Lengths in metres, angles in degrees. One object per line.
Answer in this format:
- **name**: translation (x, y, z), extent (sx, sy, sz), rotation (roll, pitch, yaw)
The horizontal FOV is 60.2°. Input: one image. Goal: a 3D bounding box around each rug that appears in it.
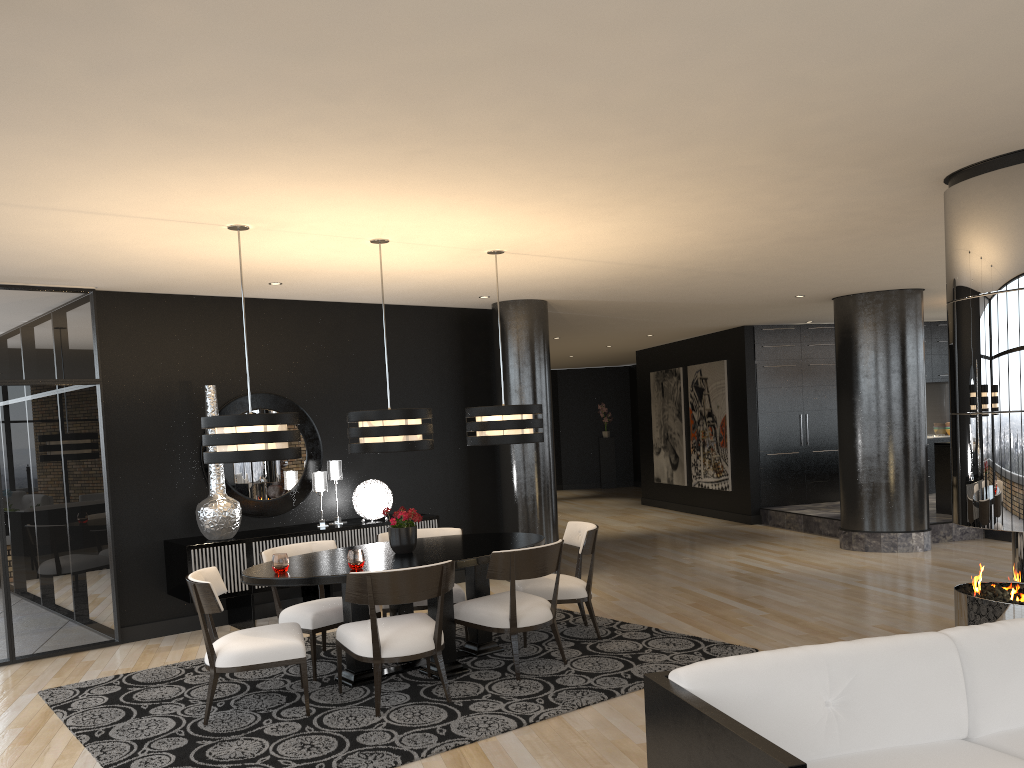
- **rug**: translation (-0.704, 1.842, 5.656), extent (3.712, 0.011, 2.723), rotation (-1, -3, -38)

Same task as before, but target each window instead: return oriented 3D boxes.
- **window**: translation (4.443, -0.842, 5.107), extent (15.853, 4.795, 10.143), rotation (-2, -2, -28)

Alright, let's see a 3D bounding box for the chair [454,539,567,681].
- **chair**: translation (0.004, 1.405, 5.590), extent (0.640, 0.808, 0.617), rotation (-4, 1, -44)

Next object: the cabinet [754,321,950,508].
- **cabinet**: translation (6.041, 0.372, 13.176), extent (5.720, 2.534, 0.727), rotation (-2, 2, -15)

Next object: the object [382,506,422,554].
- **object**: translation (-0.688, 0.926, 5.620), extent (0.237, 0.299, 0.229), rotation (-3, 1, -35)

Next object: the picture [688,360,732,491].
- **picture**: translation (2.950, 0.628, 13.155), extent (0.077, 1.878, 1.154), rotation (-4, 2, -15)

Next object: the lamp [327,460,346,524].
- **lamp**: translation (-1.534, 0.941, 7.700), extent (0.132, 0.552, 0.124), rotation (-2, 3, 15)

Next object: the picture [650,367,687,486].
- **picture**: translation (2.583, 0.709, 14.511), extent (0.077, 1.878, 1.154), rotation (-4, 2, -15)

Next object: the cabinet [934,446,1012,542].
- **cabinet**: translation (6.744, 1.166, 10.444), extent (3.110, 1.041, 1.180), rotation (-2, 0, -15)

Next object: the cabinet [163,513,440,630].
- **cabinet**: translation (-1.701, 1.600, 7.522), extent (2.231, 0.768, 0.611), rotation (-1, 0, -37)

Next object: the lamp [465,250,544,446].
- **lamp**: translation (-0.079, -0.249, 6.086), extent (0.534, 1.332, 0.536), rotation (-5, 3, -38)

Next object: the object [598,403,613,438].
- **object**: translation (2.103, 0.811, 19.829), extent (0.339, 0.789, 0.227), rotation (-2, 2, 14)

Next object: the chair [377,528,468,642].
- **chair**: translation (-0.632, 1.472, 6.345), extent (0.642, 0.808, 0.615), rotation (-3, 1, -9)

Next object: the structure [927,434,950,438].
- **structure**: translation (6.060, 0.805, 13.202), extent (0.899, 0.067, 0.521), rotation (-2, -3, -15)

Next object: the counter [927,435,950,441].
- **counter**: translation (6.057, 0.830, 13.222), extent (2.857, 0.034, 0.731), rotation (-2, -3, -15)

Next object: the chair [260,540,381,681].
- **chair**: translation (-1.288, 1.485, 5.893), extent (0.617, 0.808, 0.640), rotation (-2, 1, 38)

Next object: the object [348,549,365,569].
- **object**: translation (-0.894, 1.006, 5.064), extent (0.095, 0.106, 0.095), rotation (-3, 0, -26)

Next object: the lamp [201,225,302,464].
- **lamp**: translation (-1.507, -0.226, 5.003), extent (0.534, 1.332, 0.536), rotation (-5, 3, -38)

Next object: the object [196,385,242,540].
- **object**: translation (-2.334, 0.617, 6.948), extent (0.342, 1.212, 0.343), rotation (-4, 3, -29)

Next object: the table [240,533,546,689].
- **table**: translation (-0.665, 1.460, 5.664), extent (2.100, 0.771, 1.211), rotation (-2, -2, -36)

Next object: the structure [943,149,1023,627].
- **structure**: translation (2.695, 0.250, 4.517), extent (0.585, 2.750, 0.891), rotation (-4, 3, -27)

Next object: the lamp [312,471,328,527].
- **lamp**: translation (-1.635, 0.982, 7.549), extent (0.124, 0.466, 0.132), rotation (-4, 3, -15)

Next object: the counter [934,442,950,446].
- **counter**: translation (6.717, 0.631, 10.418), extent (3.110, 0.032, 1.180), rotation (-2, -3, -15)

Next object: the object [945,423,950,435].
- **object**: translation (6.811, 0.694, 13.629), extent (0.204, 0.206, 0.185), rotation (-3, 0, -14)

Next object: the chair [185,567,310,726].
- **chair**: translation (-1.497, 1.455, 5.006), extent (0.615, 0.808, 0.642), rotation (-3, 1, -17)

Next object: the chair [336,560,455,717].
- **chair**: translation (-0.662, 1.414, 5.041), extent (0.641, 0.808, 0.616), rotation (-3, 1, -27)

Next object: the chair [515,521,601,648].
- **chair**: translation (0.326, 1.423, 6.332), extent (0.615, 0.808, 0.642), rotation (-3, 1, -9)

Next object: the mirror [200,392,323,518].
- **mirror**: translation (-2.120, 0.606, 7.552), extent (1.073, 1.081, 0.025), rotation (-3, 2, -37)

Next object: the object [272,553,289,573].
- **object**: translation (-1.329, 1.028, 5.065), extent (0.095, 0.106, 0.095), rotation (-3, 0, 19)

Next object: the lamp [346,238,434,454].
- **lamp**: translation (-0.793, -0.238, 5.545), extent (0.534, 1.332, 0.536), rotation (-5, 3, -38)

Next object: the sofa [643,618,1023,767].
- **sofa**: translation (1.518, 1.194, 2.646), extent (2.029, 0.806, 0.838), rotation (-2, 0, -15)
